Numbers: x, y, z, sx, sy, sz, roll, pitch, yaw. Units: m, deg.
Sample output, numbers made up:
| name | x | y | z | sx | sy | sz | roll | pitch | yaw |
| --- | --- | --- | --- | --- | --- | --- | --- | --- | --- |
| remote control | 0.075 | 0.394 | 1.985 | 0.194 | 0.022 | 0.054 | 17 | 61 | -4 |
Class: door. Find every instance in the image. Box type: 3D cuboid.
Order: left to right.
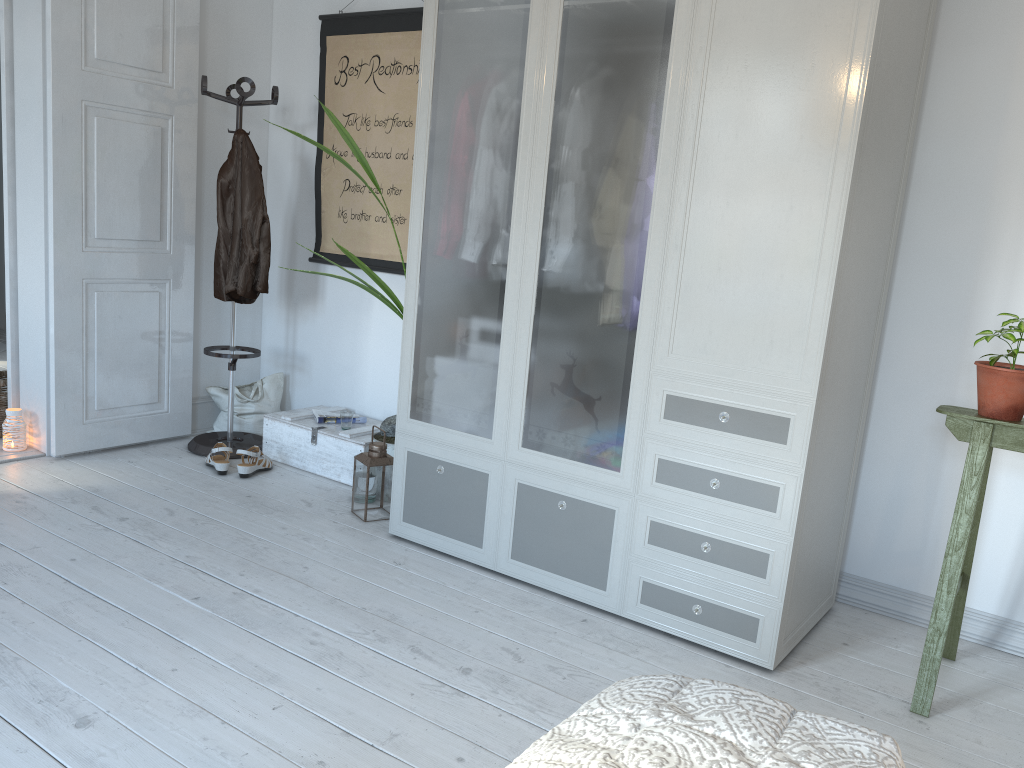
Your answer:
| name | x | y | z | sx | sy | sz | roll | pitch | yaw |
| --- | --- | --- | --- | --- | --- | --- | --- | --- | --- |
| door | -2.343 | -0.874 | 3.104 | 0.576 | 2.514 | 2.594 | 13 | 13 | 33 |

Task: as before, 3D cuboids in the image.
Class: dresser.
| name | x | y | z | sx | sy | sz | roll | pitch | yaw |
| --- | --- | --- | --- | --- | --- | --- | --- | --- | --- |
| dresser | 0.403 | -0.422 | 2.873 | 1.429 | 2.170 | 0.629 | 12 | 13 | 33 |

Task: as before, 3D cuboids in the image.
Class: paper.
| name | x | y | z | sx | sy | sz | roll | pitch | yaw |
| --- | --- | --- | --- | --- | --- | --- | --- | --- | --- |
| paper | -0.797 | 0.150 | 4.077 | 0.222 | 0.031 | 0.174 | 1 | 11 | -23 |

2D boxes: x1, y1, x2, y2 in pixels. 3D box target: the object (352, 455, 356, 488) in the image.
| name | x | y | z | sx | sy | sz | roll | pitch | yaw |
| --- | --- | --- | --- | --- | --- | --- | --- | --- | --- |
| object | -0.596 | 0.384 | 3.595 | 0.100 | 0.181 | 0.100 | 6 | 11 | 4 |

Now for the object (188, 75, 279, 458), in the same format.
| name | x | y | z | sx | sy | sz | roll | pitch | yaw |
| --- | --- | --- | --- | --- | --- | --- | --- | --- | --- |
| object | -1.259 | -0.510 | 4.029 | 0.374 | 1.664 | 0.374 | 15 | 15 | 41 |

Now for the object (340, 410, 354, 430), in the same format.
| name | x | y | z | sx | sy | sz | roll | pitch | yaw |
| --- | --- | --- | --- | --- | --- | --- | --- | --- | --- |
| object | -0.728 | 0.162 | 3.902 | 0.060 | 0.082 | 0.060 | 5 | 11 | -1 |

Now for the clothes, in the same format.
| name | x | y | z | sx | sy | sz | roll | pitch | yaw |
| --- | --- | --- | --- | --- | --- | --- | --- | --- | --- |
| clothes | -1.191 | -0.732 | 3.931 | 0.237 | 0.773 | 0.210 | 1 | 12 | -22 |

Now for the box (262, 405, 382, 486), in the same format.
| name | x | y | z | sx | sy | sz | roll | pitch | yaw |
| --- | --- | --- | --- | --- | --- | --- | --- | --- | --- |
| box | -0.788 | 0.268 | 4.039 | 0.640 | 0.219 | 0.375 | 12 | 12 | 33 |

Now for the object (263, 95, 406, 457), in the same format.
| name | x | y | z | sx | sy | sz | roll | pitch | yaw |
| --- | --- | --- | --- | --- | --- | --- | --- | --- | --- |
| object | -0.483 | -0.294 | 3.518 | 1.043 | 1.559 | 0.288 | 0 | 12 | -26 |

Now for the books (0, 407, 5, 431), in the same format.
| name | x | y | z | sx | sy | sz | roll | pitch | yaw |
| --- | --- | --- | --- | --- | --- | --- | --- | --- | --- |
| books | -2.372 | 0.059 | 4.079 | 0.179 | 0.301 | 0.200 | 12 | 13 | 33 |

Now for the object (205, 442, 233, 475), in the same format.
| name | x | y | z | sx | sy | sz | roll | pitch | yaw |
| --- | --- | --- | --- | --- | --- | --- | --- | --- | --- |
| object | -1.278 | 0.303 | 3.863 | 0.099 | 0.126 | 0.271 | 1 | 11 | -23 |

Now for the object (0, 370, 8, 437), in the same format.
| name | x | y | z | sx | sy | sz | roll | pitch | yaw |
| --- | --- | --- | --- | --- | --- | --- | --- | --- | --- |
| object | -2.367 | 0.090 | 4.095 | 0.223 | 0.266 | 0.269 | 12 | 13 | 33 |

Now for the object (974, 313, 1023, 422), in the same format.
| name | x | y | z | sx | sy | sz | roll | pitch | yaw |
| --- | --- | --- | --- | --- | --- | --- | --- | --- | --- |
| object | 1.274 | -0.050 | 2.291 | 0.194 | 0.278 | 0.176 | 5 | 11 | 1 |

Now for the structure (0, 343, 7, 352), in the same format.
| name | x | y | z | sx | sy | sz | roll | pitch | yaw |
| --- | --- | --- | --- | --- | --- | --- | --- | --- | --- |
| structure | -3.680 | -1.492 | 5.405 | 0.800 | 2.837 | 1.243 | 3 | 11 | -11 |

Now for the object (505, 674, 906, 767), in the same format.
| name | x | y | z | sx | sy | sz | roll | pitch | yaw |
| --- | --- | --- | --- | --- | --- | --- | --- | --- | --- |
| object | -0.088 | 0.494 | 0.566 | 0.404 | 0.104 | 1.458 | 12 | 12 | 33 |

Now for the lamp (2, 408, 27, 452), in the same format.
| name | x | y | z | sx | sy | sz | roll | pitch | yaw |
| --- | --- | --- | --- | --- | --- | --- | --- | --- | --- |
| lamp | -2.137 | 0.197 | 3.809 | 0.092 | 0.180 | 0.092 | 9 | 11 | 17 |

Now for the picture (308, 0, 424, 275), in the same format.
| name | x | y | z | sx | sy | sz | roll | pitch | yaw |
| --- | --- | --- | --- | --- | --- | --- | --- | --- | --- |
| picture | -0.604 | -1.172 | 3.997 | 0.791 | 1.318 | 0.057 | 12 | 13 | 33 |

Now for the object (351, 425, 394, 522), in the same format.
| name | x | y | z | sx | sy | sz | roll | pitch | yaw |
| --- | --- | --- | --- | --- | --- | --- | --- | --- | --- |
| object | -0.524 | 0.340 | 3.416 | 0.131 | 0.353 | 0.137 | -2 | 13 | -33 |

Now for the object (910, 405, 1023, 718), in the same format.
| name | x | y | z | sx | sy | sz | roll | pitch | yaw |
| --- | --- | --- | --- | --- | --- | --- | --- | --- | --- |
| object | 1.392 | 0.498 | 2.290 | 0.670 | 0.777 | 0.430 | 12 | 13 | 33 |

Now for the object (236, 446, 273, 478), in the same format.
| name | x | y | z | sx | sy | sz | roll | pitch | yaw |
| --- | --- | --- | --- | --- | --- | --- | --- | --- | --- |
| object | -1.112 | 0.319 | 3.860 | 0.099 | 0.126 | 0.271 | 6 | 10 | 6 |

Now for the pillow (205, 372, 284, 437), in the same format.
| name | x | y | z | sx | sy | sz | roll | pitch | yaw |
| --- | --- | --- | --- | --- | --- | --- | --- | --- | --- |
| pillow | -1.328 | 0.096 | 4.447 | 0.272 | 0.315 | 0.317 | 13 | 13 | 34 |
